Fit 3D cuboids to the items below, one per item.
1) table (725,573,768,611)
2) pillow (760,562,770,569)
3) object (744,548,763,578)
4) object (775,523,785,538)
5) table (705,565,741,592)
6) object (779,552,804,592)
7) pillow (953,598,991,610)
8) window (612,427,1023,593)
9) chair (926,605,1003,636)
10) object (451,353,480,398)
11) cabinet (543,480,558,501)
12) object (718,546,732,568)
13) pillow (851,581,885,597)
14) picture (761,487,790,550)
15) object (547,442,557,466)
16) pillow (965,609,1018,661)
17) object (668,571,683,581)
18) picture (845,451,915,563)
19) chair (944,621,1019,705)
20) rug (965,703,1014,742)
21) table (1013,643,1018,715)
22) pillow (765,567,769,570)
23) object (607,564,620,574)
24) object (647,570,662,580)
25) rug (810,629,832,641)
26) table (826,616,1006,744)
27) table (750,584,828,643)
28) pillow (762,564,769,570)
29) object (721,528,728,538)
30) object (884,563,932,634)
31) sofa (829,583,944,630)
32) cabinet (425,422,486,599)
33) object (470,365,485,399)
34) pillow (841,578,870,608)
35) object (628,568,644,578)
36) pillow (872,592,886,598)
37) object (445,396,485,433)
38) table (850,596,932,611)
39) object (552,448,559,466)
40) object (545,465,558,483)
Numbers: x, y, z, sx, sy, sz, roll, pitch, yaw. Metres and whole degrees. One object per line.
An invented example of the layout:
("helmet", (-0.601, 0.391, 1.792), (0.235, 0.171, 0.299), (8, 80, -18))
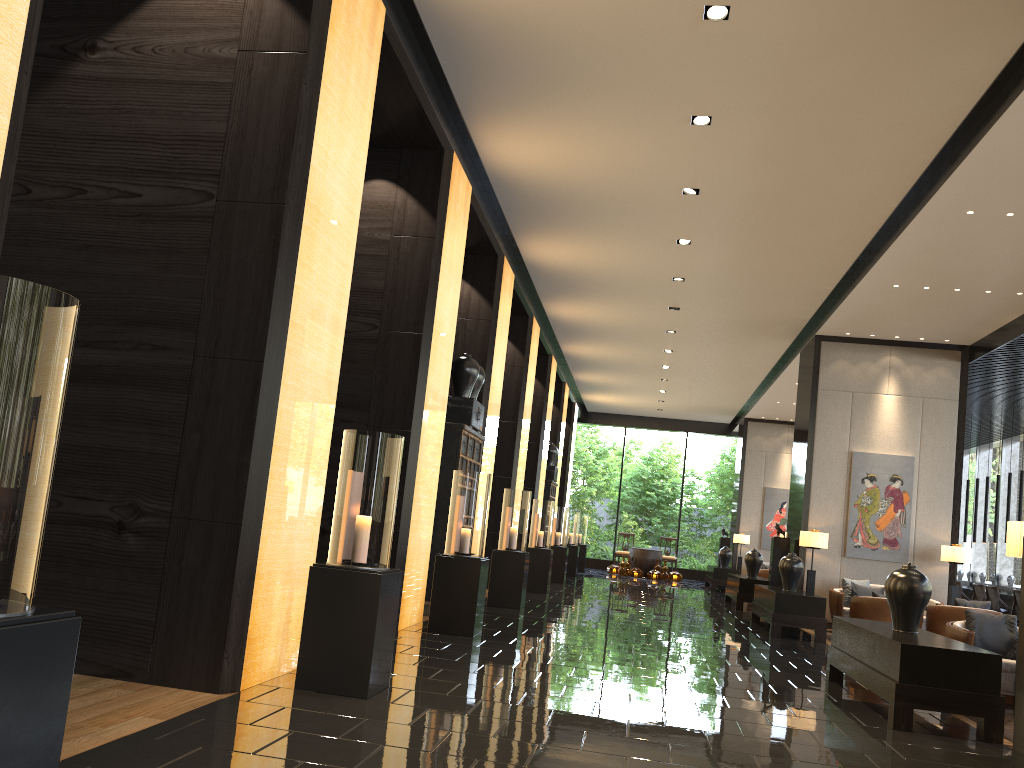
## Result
("table", (4.042, 3.545, 15.055), (0.619, 0.509, 1.975), (5, -9, 9))
("pillow", (6.003, 4.404, 20.957), (0.433, 0.397, 0.202), (8, -7, -13))
("object", (4.115, 3.049, 15.084), (0.311, 0.490, 0.314), (3, -7, 28))
("object", (4.013, 2.189, 13.262), (0.161, 0.216, 0.102), (6, -6, -3))
("table", (4.777, 4.420, 20.085), (0.619, 0.509, 1.975), (5, -9, 9))
("object", (3.561, 2.390, 11.296), (0.311, 0.490, 0.314), (3, -7, 28))
("pillow", (5.207, 2.622, 10.056), (0.398, 0.360, 0.224), (5, -7, 10))
("window", (3.302, 0.650, 9.091), (12.043, 4.201, 32.132), (5, -9, 9))
("chair", (5.202, 2.855, 10.150), (0.803, 0.600, 0.610), (5, -7, 9))
("object", (-0.504, -0.090, 9.375), (0.312, 0.490, 0.312), (9, -7, -24))
("cabinet", (0.518, 2.933, 18.040), (0.547, 1.911, 1.196), (5, -7, 9))
("object", (4.860, 3.935, 20.178), (0.311, 0.490, 0.314), (3, -7, 28))
("pillow", (4.781, 2.862, 11.912), (0.471, 0.359, 0.221), (5, -7, 6))
("picture", (6.488, 3.273, 21.346), (0.834, 1.493, 0.037), (5, -6, 9))
("object", (0.763, 1.419, 18.045), (0.312, 0.490, 0.313), (8, -7, -17))
("pillow", (3.822, 1.998, 7.053), (0.398, 0.360, 0.224), (5, -7, 10))
("object", (4.153, 4.888, 22.535), (0.370, 0.228, 0.371), (9, -8, -18))
("picture", (5.193, 1.732, 12.487), (0.834, 1.493, 0.037), (5, -6, 9))
("chair", (3.782, 2.191, 6.916), (0.803, 0.600, 0.610), (5, -7, 9))
("rug", (4.144, 2.384, 5.995), (2.039, 0.008, 2.259), (5, -9, 9))
("table", (4.127, 2.134, 6.072), (1.041, 0.514, 0.580), (5, -8, 9))
("pillow", (5.659, 4.100, 19.061), (0.441, 0.336, 0.206), (4, -7, 16))
("object", (2.639, 4.766, 22.791), (0.369, 0.228, 0.373), (2, -9, 26))
("object", (3.556, 4.750, 22.067), (0.369, 0.228, 0.372), (4, -8, 11))
("rug", (4.883, 3.264, 11.052), (1.956, 0.008, 2.259), (5, -9, 9))
("table", (2.754, 2.012, 6.245), (0.619, 0.509, 1.975), (5, -9, 9))
("table", (3.486, 2.883, 11.252), (0.619, 0.509, 1.975), (5, -9, 9))
("pillow", (6.078, 4.406, 20.787), (0.471, 0.359, 0.221), (5, -7, 6))
("object", (5.306, 3.711, 22.081), (0.176, 0.244, 0.116), (4, -6, 14))
("object", (2.840, 1.530, 6.358), (0.312, 0.490, 0.313), (7, -7, -10))
("sofa", (4.999, 3.067, 11.914), (1.447, 0.689, 0.607), (5, -7, 9))
("cabinet", (-0.749, 1.424, 9.370), (0.547, 1.911, 1.196), (5, -7, 9))
("object", (-0.456, -0.033, 9.701), (0.312, 0.490, 0.313), (7, -7, -10))
("pillow", (4.706, 2.860, 12.082), (0.433, 0.397, 0.202), (8, -7, -13))
("object", (3.102, 4.712, 22.133), (0.369, 0.228, 0.372), (1, -9, 31))
("pillow", (4.361, 2.556, 10.186), (0.441, 0.336, 0.206), (4, -7, 16))
("object", (-0.516, 0.337, 9.489), (0.365, 0.313, 0.610), (5, -8, 9))
("table", (4.876, 3.026, 11.198), (1.041, 0.514, 0.580), (5, -8, 9))
("object", (0.811, 1.476, 18.372), (0.312, 0.490, 0.313), (7, -7, -10))
("object", (0.752, 1.846, 18.160), (0.365, 0.313, 0.610), (5, -8, 9))
